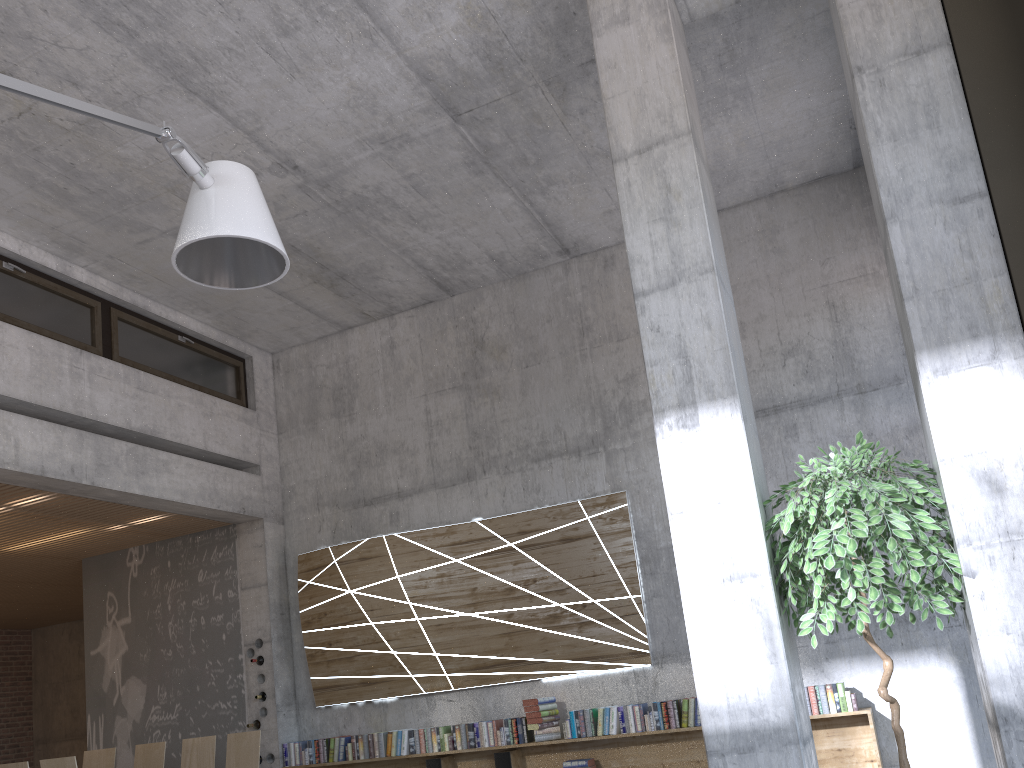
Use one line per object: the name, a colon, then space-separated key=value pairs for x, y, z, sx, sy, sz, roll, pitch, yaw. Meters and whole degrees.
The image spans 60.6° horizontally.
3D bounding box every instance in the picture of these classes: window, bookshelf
window: x=-4.470 y=-1.090 z=5.360 sx=0.114 sy=0.586 sz=8.657 roll=-12 pitch=-19 yaw=20
bookshelf: x=0.318 y=3.452 z=7.480 sx=5.385 sy=0.779 sz=0.309 roll=-15 pitch=-14 yaw=22

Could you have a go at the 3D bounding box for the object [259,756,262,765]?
object: x=-2.435 y=3.696 z=8.632 sx=0.091 sy=0.087 sz=0.344 roll=-13 pitch=-19 yaw=20

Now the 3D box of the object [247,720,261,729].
object: x=-2.481 y=3.343 z=8.612 sx=0.096 sy=0.092 sz=0.347 roll=-13 pitch=-19 yaw=20

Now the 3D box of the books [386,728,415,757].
books: x=-1.014 y=3.286 z=8.038 sx=0.252 sy=0.221 sz=0.194 roll=-14 pitch=-16 yaw=21

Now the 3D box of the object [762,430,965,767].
object: x=1.656 y=1.136 z=3.908 sx=0.998 sy=1.803 sz=1.002 roll=-4 pitch=-13 yaw=-12

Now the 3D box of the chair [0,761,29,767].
chair: x=-3.204 y=3.262 z=6.240 sx=0.354 sy=1.155 sz=0.736 roll=-13 pitch=-15 yaw=26

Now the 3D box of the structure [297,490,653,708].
structure: x=-0.514 y=2.026 z=8.041 sx=3.452 sy=1.486 sz=0.366 roll=-15 pitch=-14 yaw=22

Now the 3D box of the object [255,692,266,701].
object: x=-2.412 y=3.084 z=8.662 sx=0.094 sy=0.090 sz=0.356 roll=-13 pitch=-19 yaw=20

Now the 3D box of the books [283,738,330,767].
books: x=-1.947 y=3.546 z=8.446 sx=0.495 sy=0.213 sz=0.220 roll=-14 pitch=-17 yaw=22

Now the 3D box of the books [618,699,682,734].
books: x=1.135 y=2.721 z=7.174 sx=0.495 sy=0.213 sz=0.220 roll=-14 pitch=-17 yaw=22

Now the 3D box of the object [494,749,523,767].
object: x=0.006 y=3.574 z=7.616 sx=0.154 sy=0.735 sz=0.278 roll=-12 pitch=-13 yaw=21

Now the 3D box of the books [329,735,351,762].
books: x=-1.619 y=3.461 z=8.325 sx=0.202 sy=0.221 sz=0.194 roll=-13 pitch=-16 yaw=21

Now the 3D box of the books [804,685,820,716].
books: x=2.249 y=2.419 z=6.689 sx=0.158 sy=0.213 sz=0.158 roll=-13 pitch=-15 yaw=21

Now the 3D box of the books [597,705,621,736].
books: x=0.812 y=2.794 z=7.284 sx=0.202 sy=0.221 sz=0.194 roll=-13 pitch=-16 yaw=21

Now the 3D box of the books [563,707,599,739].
books: x=0.584 y=2.859 z=7.388 sx=0.281 sy=0.213 sz=0.214 roll=-13 pitch=-16 yaw=20

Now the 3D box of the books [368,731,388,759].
books: x=-1.212 y=3.339 z=8.120 sx=0.158 sy=0.213 sz=0.194 roll=-13 pitch=-16 yaw=21

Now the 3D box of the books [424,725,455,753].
books: x=-0.635 y=3.193 z=7.881 sx=0.280 sy=0.213 sz=0.174 roll=-14 pitch=-16 yaw=23

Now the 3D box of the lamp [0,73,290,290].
lamp: x=-1.312 y=0.466 z=2.185 sx=0.759 sy=3.310 sz=2.710 roll=-9 pitch=-15 yaw=9

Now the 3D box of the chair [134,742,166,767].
chair: x=-3.268 y=3.647 z=7.324 sx=0.353 sy=1.155 sz=0.738 roll=-12 pitch=-14 yaw=21

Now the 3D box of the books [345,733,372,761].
books: x=-1.399 y=3.400 z=8.224 sx=0.281 sy=0.213 sz=0.214 roll=-13 pitch=-16 yaw=20

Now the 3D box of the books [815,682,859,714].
books: x=2.447 y=2.368 z=6.609 sx=0.280 sy=0.213 sz=0.174 roll=-14 pitch=-16 yaw=23

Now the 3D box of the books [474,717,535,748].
books: x=-0.072 y=3.046 z=7.671 sx=0.495 sy=0.213 sz=0.220 roll=-14 pitch=-17 yaw=22

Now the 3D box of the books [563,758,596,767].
books: x=0.579 y=3.240 z=7.365 sx=0.242 sy=0.155 sz=0.194 roll=-14 pitch=-17 yaw=21

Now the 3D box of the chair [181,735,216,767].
chair: x=-2.776 y=3.545 z=7.207 sx=0.352 sy=1.155 sz=0.740 roll=-11 pitch=-14 yaw=17

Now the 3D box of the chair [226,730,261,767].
chair: x=-2.336 y=3.409 z=6.974 sx=0.353 sy=1.155 sz=0.738 roll=-12 pitch=-14 yaw=21

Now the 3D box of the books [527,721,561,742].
books: x=0.284 y=2.964 z=7.483 sx=0.284 sy=0.145 sz=0.230 roll=-1 pitch=-18 yaw=-20

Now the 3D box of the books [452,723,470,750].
books: x=-0.418 y=3.151 z=7.843 sx=0.157 sy=0.213 sz=0.209 roll=-13 pitch=-16 yaw=21

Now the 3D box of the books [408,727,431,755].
books: x=-0.833 y=3.244 z=7.961 sx=0.158 sy=0.213 sz=0.158 roll=-13 pitch=-15 yaw=21

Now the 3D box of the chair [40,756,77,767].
chair: x=-2.769 y=3.122 z=5.993 sx=0.353 sy=1.155 sz=0.736 roll=-13 pitch=-15 yaw=24

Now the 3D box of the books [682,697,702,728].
books: x=1.463 y=2.636 z=7.053 sx=0.202 sy=0.221 sz=0.194 roll=-13 pitch=-16 yaw=21

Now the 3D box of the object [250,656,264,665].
object: x=-2.470 y=2.741 z=8.696 sx=0.091 sy=0.087 sz=0.344 roll=-13 pitch=-19 yaw=20

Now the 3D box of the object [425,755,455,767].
object: x=-0.611 y=3.739 z=7.871 sx=0.154 sy=0.735 sz=0.278 roll=-12 pitch=-13 yaw=21

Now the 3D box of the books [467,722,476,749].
books: x=-0.326 y=3.123 z=7.797 sx=0.056 sy=0.213 sz=0.194 roll=-12 pitch=-15 yaw=21

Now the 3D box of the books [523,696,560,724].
books: x=0.250 y=2.796 z=7.516 sx=0.194 sy=0.203 sz=0.248 roll=-21 pitch=-21 yaw=41

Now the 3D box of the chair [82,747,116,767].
chair: x=-3.752 y=3.754 z=7.459 sx=0.352 sy=1.155 sz=0.741 roll=-11 pitch=-14 yaw=15
